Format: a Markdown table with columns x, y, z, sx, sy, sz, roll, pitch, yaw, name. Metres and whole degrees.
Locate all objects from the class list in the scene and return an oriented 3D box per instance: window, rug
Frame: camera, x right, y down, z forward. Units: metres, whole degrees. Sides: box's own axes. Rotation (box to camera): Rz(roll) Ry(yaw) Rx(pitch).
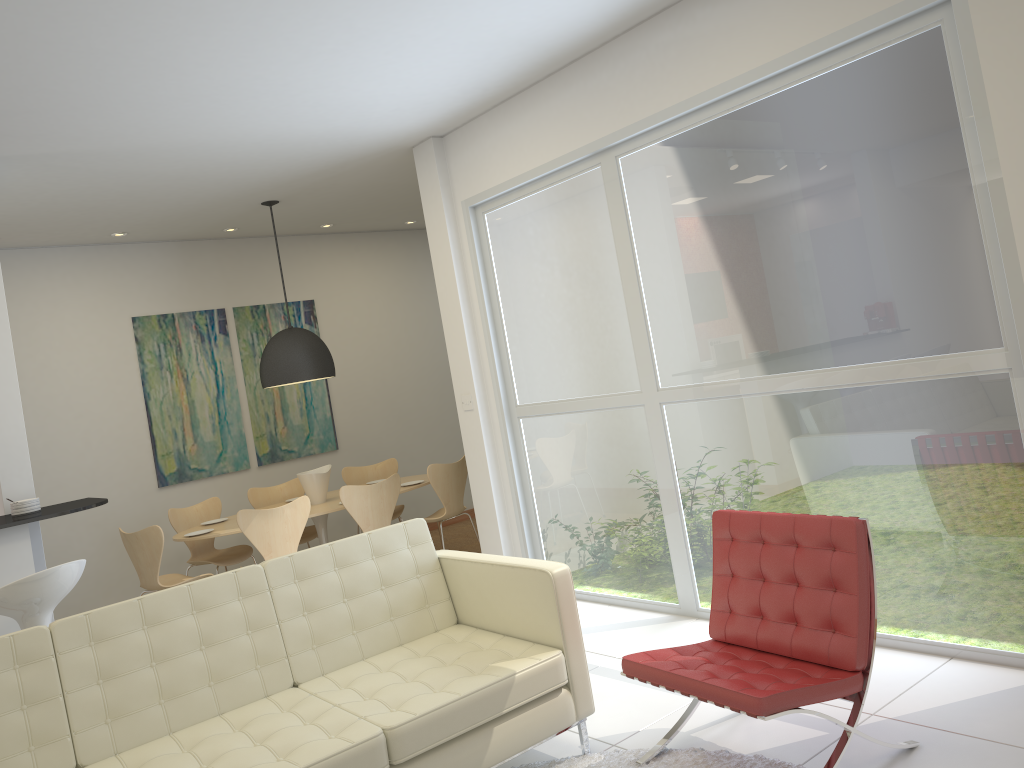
| x | y | z | sx | sy | sz | roll | pitch | yaw | name |
| --- | --- | --- | --- | --- | --- | --- | --- | --- | --- |
| 0.960 | -0.074 | 4.698 | 0.122 | 2.719 | 3.413 | -8 | -1 | -38 | window |
| -0.303 | 1.568 | 2.027 | 3.342 | 0.005 | 2.430 | -11 | 1 | -36 | rug |

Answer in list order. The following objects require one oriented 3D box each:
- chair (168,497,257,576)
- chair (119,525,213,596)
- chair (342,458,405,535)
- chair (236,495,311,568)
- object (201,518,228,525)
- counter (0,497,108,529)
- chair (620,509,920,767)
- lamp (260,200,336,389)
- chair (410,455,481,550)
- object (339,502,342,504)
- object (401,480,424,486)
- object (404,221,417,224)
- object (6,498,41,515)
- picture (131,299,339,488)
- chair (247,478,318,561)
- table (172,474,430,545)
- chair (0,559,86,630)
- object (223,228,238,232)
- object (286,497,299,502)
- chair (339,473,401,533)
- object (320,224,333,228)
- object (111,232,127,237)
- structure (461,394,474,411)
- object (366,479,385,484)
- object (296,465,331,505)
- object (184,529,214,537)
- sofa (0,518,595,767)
| x | y | z | sx | sy | sz | roll | pitch | yaw | name |
| --- | --- | --- | --- | --- | --- | --- | --- | --- | --- |
| -2.334 | 1.377 | 7.011 | 0.513 | 0.909 | 0.523 | -11 | -2 | 32 | chair |
| -2.375 | 1.399 | 6.198 | 0.518 | 0.909 | 0.517 | -11 | -2 | 36 | chair |
| -1.188 | 1.161 | 7.877 | 0.522 | 0.909 | 0.514 | -10 | -1 | -13 | chair |
| -1.650 | 1.273 | 6.219 | 0.523 | 0.909 | 0.513 | -9 | -2 | -30 | chair |
| -2.349 | 1.090 | 6.987 | 0.211 | 0.015 | 0.209 | -10 | 1 | -16 | object |
| -3.364 | 0.846 | 3.880 | 2.978 | 0.019 | 0.731 | -11 | 1 | -38 | counter |
| 0.867 | 0.932 | 3.186 | 0.709 | 0.818 | 0.696 | -9 | -1 | -33 | chair |
| -1.851 | -0.748 | 7.210 | 0.597 | 1.497 | 0.590 | -9 | -2 | -36 | lamp |
| -0.576 | 1.068 | 7.140 | 0.513 | 0.909 | 0.523 | -11 | -2 | 36 | chair |
| -1.217 | 0.897 | 6.774 | 0.210 | 0.015 | 0.210 | -10 | 1 | 8 | object |
| -0.823 | 0.819 | 7.271 | 0.210 | 0.015 | 0.210 | -10 | 1 | 17 | object |
| -1.055 | -1.677 | 9.193 | 0.129 | 0.010 | 0.129 | -10 | 1 | 7 | object |
| -2.624 | 0.642 | 4.737 | 0.174 | 0.098 | 0.139 | -10 | 0 | -45 | object |
| -2.519 | 0.032 | 8.230 | 1.746 | 1.510 | 0.020 | -10 | -2 | -38 | picture |
| -1.873 | 1.287 | 7.491 | 0.523 | 0.909 | 0.513 | -9 | -2 | -33 | chair |
| -1.512 | 1.320 | 7.126 | 2.272 | 0.730 | 1.272 | -10 | 1 | -37 | table |
| -2.098 | 1.332 | 3.986 | 0.462 | 1.023 | 0.459 | -11 | -2 | 38 | chair |
| -2.549 | -1.395 | 8.016 | 0.129 | 0.010 | 0.129 | -10 | 1 | 7 | object |
| -1.835 | 0.989 | 7.589 | 0.211 | 0.015 | 0.209 | -10 | 1 | -20 | object |
| -1.074 | 1.165 | 6.639 | 0.523 | 0.909 | 0.512 | -9 | -2 | -38 | chair |
| -1.802 | -1.536 | 8.604 | 0.129 | 0.010 | 0.129 | -10 | 1 | 7 | object |
| -3.296 | -1.254 | 7.427 | 0.129 | 0.010 | 0.129 | -10 | 1 | 7 | object |
| -0.309 | 0.128 | 6.104 | 0.013 | 0.105 | 0.113 | -8 | -1 | -38 | structure |
| -1.191 | 0.871 | 7.869 | 0.209 | 0.015 | 0.211 | -9 | 1 | 30 | object |
| -1.581 | 0.820 | 7.140 | 0.271 | 0.280 | 0.260 | -10 | -1 | -2 | object |
| -2.279 | 1.088 | 6.450 | 0.211 | 0.015 | 0.209 | -10 | 1 | -16 | object |
| -1.015 | 1.203 | 3.031 | 2.576 | 0.924 | 0.995 | -10 | 0 | -38 | sofa |
